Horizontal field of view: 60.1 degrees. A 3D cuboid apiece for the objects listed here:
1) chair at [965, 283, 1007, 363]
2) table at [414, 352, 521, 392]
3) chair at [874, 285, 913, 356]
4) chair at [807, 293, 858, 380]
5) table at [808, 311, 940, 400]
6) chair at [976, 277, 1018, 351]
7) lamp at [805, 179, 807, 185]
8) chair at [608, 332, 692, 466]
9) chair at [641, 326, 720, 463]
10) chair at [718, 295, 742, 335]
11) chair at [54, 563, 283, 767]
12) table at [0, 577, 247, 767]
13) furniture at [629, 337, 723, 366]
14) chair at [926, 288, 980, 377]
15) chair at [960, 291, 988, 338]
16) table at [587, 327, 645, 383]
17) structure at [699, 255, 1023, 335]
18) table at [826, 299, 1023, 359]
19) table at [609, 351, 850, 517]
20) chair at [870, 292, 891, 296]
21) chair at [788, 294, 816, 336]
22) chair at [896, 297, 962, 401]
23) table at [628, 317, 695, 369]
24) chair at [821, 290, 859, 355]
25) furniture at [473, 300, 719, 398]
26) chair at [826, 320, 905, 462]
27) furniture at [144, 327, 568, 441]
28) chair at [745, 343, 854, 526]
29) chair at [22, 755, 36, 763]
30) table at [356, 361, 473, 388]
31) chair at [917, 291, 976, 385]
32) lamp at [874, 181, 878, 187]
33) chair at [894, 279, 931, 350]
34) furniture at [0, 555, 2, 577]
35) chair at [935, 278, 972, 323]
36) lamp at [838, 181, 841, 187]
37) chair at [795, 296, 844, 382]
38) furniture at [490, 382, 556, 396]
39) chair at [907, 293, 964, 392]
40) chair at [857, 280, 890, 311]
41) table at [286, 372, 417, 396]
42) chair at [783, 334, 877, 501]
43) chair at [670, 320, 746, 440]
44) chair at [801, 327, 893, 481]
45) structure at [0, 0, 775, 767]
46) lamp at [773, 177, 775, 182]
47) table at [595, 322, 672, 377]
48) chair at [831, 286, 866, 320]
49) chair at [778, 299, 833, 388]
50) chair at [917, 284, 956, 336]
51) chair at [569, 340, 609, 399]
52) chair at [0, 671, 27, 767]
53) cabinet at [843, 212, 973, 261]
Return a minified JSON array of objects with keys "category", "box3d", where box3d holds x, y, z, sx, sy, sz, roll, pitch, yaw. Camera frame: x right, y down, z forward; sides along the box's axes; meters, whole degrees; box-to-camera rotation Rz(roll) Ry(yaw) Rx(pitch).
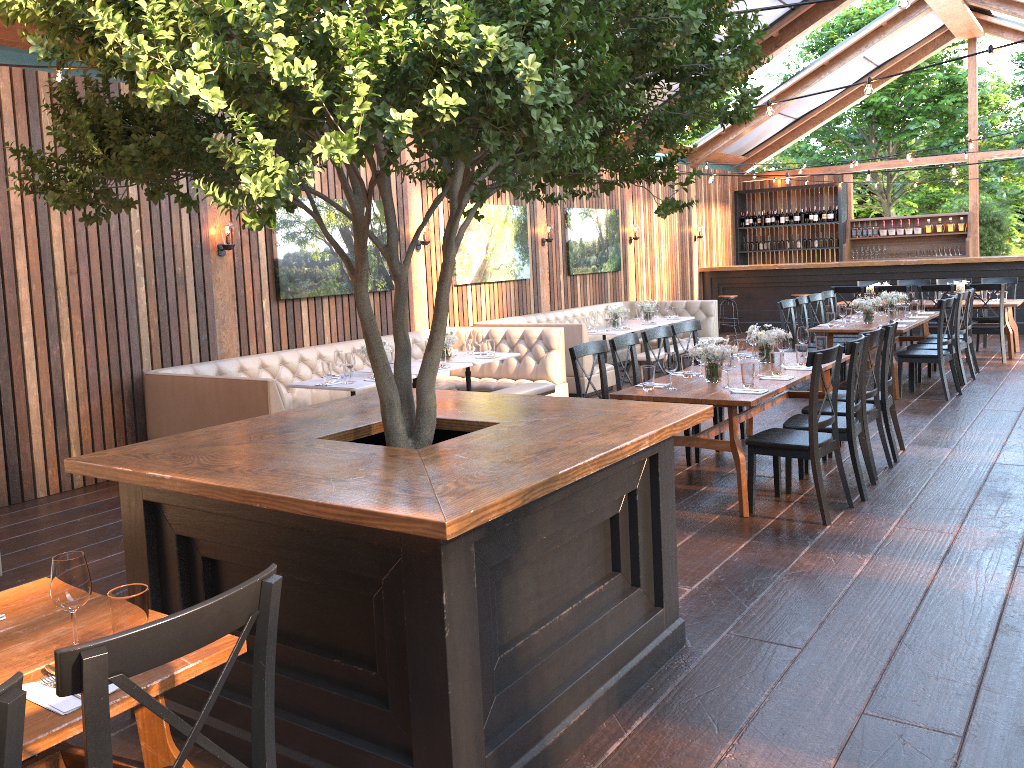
[{"category":"chair","box3d":[6.199,-0.813,11.571,0.477,1.015,0.543,0,6,29]},{"category":"table","box3d":[-0.436,0.058,8.961,0.799,0.668,0.803,2,8,34]},{"category":"chair","box3d":[5.275,-0.858,12.205,0.477,1.015,0.543,0,6,29]},{"category":"chair","box3d":[3.903,-0.594,10.821,0.540,1.015,0.480,1,7,39]},{"category":"table","box3d":[4.270,-0.384,10.246,0.951,0.725,2.446,2,9,34]},{"category":"chair","box3d":[6.909,-0.995,12.607,0.478,1.015,0.542,1,7,39]},{"category":"lamp","box3d":[6.022,-4.133,18.127,0.058,0.119,0.057,-4,5,-11]},{"category":"chair","box3d":[1.032,0.144,6.635,0.539,1.015,0.480,0,6,30]},{"category":"chair","box3d":[1.348,0.063,7.095,0.540,1.015,0.480,1,6,34]},{"category":"chair","box3d":[4.094,-1.304,16.730,0.468,0.731,0.470,2,7,41]},{"category":"chair","box3d":[-0.760,0.916,1.835,0.540,1.015,0.480,1,6,34]},{"category":"table","box3d":[-1.721,1.155,1.508,0.951,0.725,2.446,2,9,34]},{"category":"furniture","box3d":[2.211,-0.316,11.633,0.313,0.397,2.343,1,9,34]},{"category":"chair","box3d":[5.258,-0.624,10.569,0.540,1.015,0.480,1,6,34]},{"category":"chair","box3d":[7.479,-1.137,14.410,0.469,0.731,0.469,-6,6,-31]},{"category":"table","box3d":[1.191,-0.360,11.333,0.799,0.668,0.803,2,8,33]},{"category":"structure","box3d":[6.727,-1.562,15.744,6.806,1.268,0.861,3,8,34]},{"category":"table","box3d":[5.844,-0.794,12.586,2.432,0.726,0.956,3,9,34]},{"category":"table","box3d":[1.729,0.269,6.540,0.951,0.725,2.446,2,9,34]},{"category":"chair","box3d":[6.351,-1.193,15.183,0.467,0.731,0.471,-2,6,10]},{"category":"chair","box3d":[5.223,-1.248,15.956,0.467,0.731,0.471,-1,6,18]},{"category":"chair","box3d":[4.323,-0.381,9.189,0.540,1.015,0.479,2,7,42]},{"category":"table","box3d":[2.110,-0.596,12.673,0.799,0.668,0.803,2,8,34]},{"category":"chair","box3d":[4.219,-0.675,11.282,0.540,1.015,0.480,1,6,34]},{"category":"furniture","box3d":[1.286,-0.590,12.248,1.710,0.854,4.183,2,9,34]},{"category":"chair","box3d":[2.717,0.033,6.832,0.539,1.015,0.480,0,6,30]},{"category":"furniture","box3d":[-1.261,0.064,8.533,1.710,0.854,4.183,2,9,34]},{"category":"chair","box3d":[1.761,0.276,5.459,0.540,1.015,0.480,1,7,39]},{"category":"chair","box3d":[-1.754,0.864,2.536,0.539,1.015,0.480,-1,5,18]},{"category":"table","box3d":[-0.895,0.176,8.290,0.799,0.668,0.803,2,8,35]},{"category":"chair","box3d":[4.948,-0.543,10.106,0.540,1.015,0.480,2,7,40]},{"category":"lamp","box3d":[6.977,-3.826,16.957,0.056,0.118,0.061,1,6,34]},{"category":"chair","box3d":[5.985,-1.040,13.240,0.477,1.015,0.542,1,6,34]},{"category":"furniture","box3d":[-4.663,0.938,3.571,1.710,0.854,4.183,2,9,34]},{"category":"chair","box3d":[6.448,-1.018,12.923,0.477,1.015,0.543,0,6,29]},{"category":"lamp","box3d":[6.498,-3.969,17.541,0.056,0.118,0.062,1,7,40]},{"category":"chair","box3d":[3.588,-0.513,10.362,0.539,1.015,0.480,0,6,30]},{"category":"furniture","box3d":[-0.335,0.338,7.921,0.313,0.397,2.343,1,9,34]},{"category":"chair","box3d":[4.619,-0.464,9.671,0.539,1.015,0.480,0,6,31]},{"category":"chair","box3d":[5.523,-1.063,13.557,0.477,1.015,0.543,0,6,29]},{"category":"table","box3d":[-1.355,0.294,7.620,0.799,0.668,0.803,2,8,33]},{"category":"chair","box3d":[2.106,0.196,5.898,0.539,1.015,0.480,0,6,30]},{"category":"chair","box3d":[1.663,-0.018,7.555,0.540,1.015,0.480,1,7,39]},{"category":"chair","box3d":[2.402,0.114,6.373,0.540,1.015,0.480,1,6,37]},{"category":"structure","box3d":[-0.440,-0.665,3.386,2.718,3.677,2.865,3,8,43]},{"category":"lamp","box3d":[5.534,-4.314,18.686,0.056,0.117,0.067,-1,6,21]},{"category":"table","box3d":[1.650,-0.478,12.003,0.799,0.668,0.803,2,8,35]},{"category":"chair","box3d":[4.813,-0.881,12.521,0.477,1.015,0.542,1,6,34]},{"category":"chair","box3d":[3.272,-0.432,9.901,0.540,1.015,0.480,1,6,34]},{"category":"chair","box3d":[5.737,-0.835,11.888,0.477,1.015,0.542,1,6,34]},{"category":"chair","box3d":[0.717,0.225,6.174,0.540,1.015,0.480,1,6,34]},{"category":"chair","box3d":[-1.036,0.999,1.347,0.539,1.015,0.480,0,6,30]},{"category":"cabinet","box3d":[7.709,-2.241,17.285,2.275,2.082,0.496,2,6,34]}]
